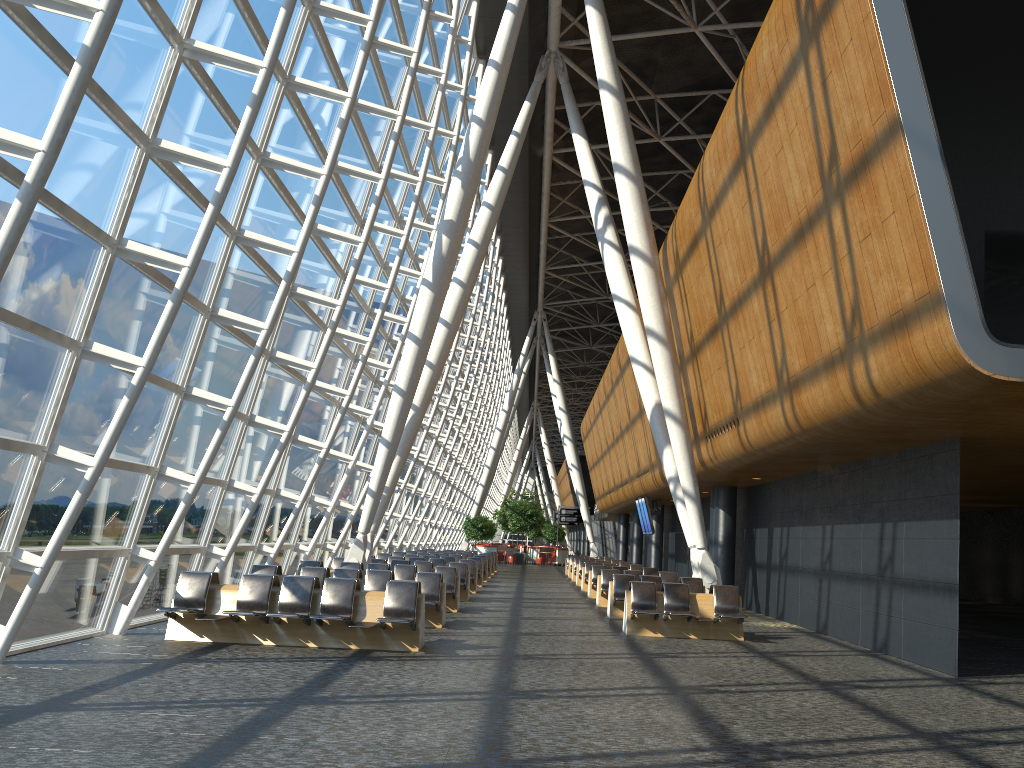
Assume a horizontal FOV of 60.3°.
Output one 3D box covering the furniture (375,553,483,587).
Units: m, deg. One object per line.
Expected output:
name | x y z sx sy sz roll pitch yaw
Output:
furniture | -2.499 5.594 26.552 3.250 0.861 1.679 2 -9 1

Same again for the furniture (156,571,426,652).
furniture | -2.787 2.966 11.588 3.250 0.861 1.679 2 -9 1

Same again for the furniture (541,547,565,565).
furniture | 2.347 10.731 55.129 0.893 0.998 2.846 6 -10 -31

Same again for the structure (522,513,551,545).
structure | 1.787 11.168 64.818 2.278 3.447 2.241 1 -6 14

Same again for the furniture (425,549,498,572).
furniture | -2.268 7.696 38.523 3.250 0.861 1.679 2 -9 1

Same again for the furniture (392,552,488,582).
furniture | -2.441 6.119 29.545 3.250 0.861 1.679 2 -9 1

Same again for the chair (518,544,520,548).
chair | 0.375 13.277 70.205 0.662 1.002 0.627 4 -6 -14

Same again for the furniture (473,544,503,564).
furniture | -1.494 9.946 51.623 0.893 0.998 2.846 6 -10 -31

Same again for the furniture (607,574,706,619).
furniture | 2.899 4.287 17.683 1.896 0.861 1.679 2 -9 1

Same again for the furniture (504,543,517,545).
furniture | -1.049 18.799 101.738 3.250 0.861 1.679 2 -9 1

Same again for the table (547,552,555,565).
table | 2.132 10.369 52.370 0.798 0.743 0.808 0 -7 18

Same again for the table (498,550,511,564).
table | -0.441 9.895 50.321 0.802 0.743 0.804 6 -8 -27

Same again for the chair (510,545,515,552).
chair | -0.224 11.268 58.865 0.661 1.002 0.628 0 -6 26

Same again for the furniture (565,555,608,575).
furniture | 3.303 7.966 38.632 1.896 0.861 1.679 2 -9 1

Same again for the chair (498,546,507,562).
chair | -0.698 10.173 52.722 0.622 1.002 0.667 0 -6 26

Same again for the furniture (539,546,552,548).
furniture | 2.491 12.044 62.606 0.893 0.998 2.846 6 -10 -31

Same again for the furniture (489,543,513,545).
furniture | -0.731 13.314 70.699 0.891 0.999 2.851 -4 -11 43

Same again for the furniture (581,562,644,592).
furniture | 3.072 5.864 26.661 1.896 0.861 1.679 2 -9 1

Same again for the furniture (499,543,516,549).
furniture | -1.222 17.222 92.760 3.250 0.861 1.679 2 -9 1

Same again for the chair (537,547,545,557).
chair | 1.668 10.320 52.953 0.627 1.002 0.662 8 -8 -43

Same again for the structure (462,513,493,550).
structure | -2.000 8.778 50.116 1.744 2.756 1.786 7 -7 -41

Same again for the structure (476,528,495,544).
structure | -2.028 10.584 60.557 1.768 2.789 1.810 7 -7 -41

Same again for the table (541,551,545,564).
table | 1.757 10.771 54.763 0.798 0.743 0.808 0 -7 18

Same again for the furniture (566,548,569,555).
furniture | 4.060 14.864 77.906 1.896 0.861 1.679 2 -9 1

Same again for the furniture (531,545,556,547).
furniture | 2.227 12.680 66.311 0.891 0.999 2.851 -4 -11 43

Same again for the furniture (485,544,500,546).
furniture | -1.349 11.259 59.100 0.893 0.998 2.846 6 -10 -31

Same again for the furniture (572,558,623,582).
furniture | 3.187 6.915 32.647 1.896 0.861 1.679 2 -9 1

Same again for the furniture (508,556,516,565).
furniture | 0.016 10.022 50.094 0.444 0.456 0.446 -4 -9 44

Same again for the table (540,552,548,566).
table | 1.977 10.096 50.847 0.798 0.743 0.808 0 -7 18

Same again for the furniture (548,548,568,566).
furniture | 2.804 10.242 52.212 0.888 0.998 2.863 1 -9 14

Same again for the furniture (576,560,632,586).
furniture | 3.130 6.389 29.654 1.896 0.861 1.679 2 -9 1

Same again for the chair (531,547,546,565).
chair | 1.595 10.123 51.844 0.665 1.002 0.624 8 -8 -43

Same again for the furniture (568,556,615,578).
furniture | 3.245 7.440 35.639 1.896 0.861 1.679 2 -9 1

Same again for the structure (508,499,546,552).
structure | 0.973 11.396 69.382 3.092 4.495 5.806 0 -8 24

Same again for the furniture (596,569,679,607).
furniture | 2.957 4.812 20.676 1.896 0.861 1.679 2 -9 1

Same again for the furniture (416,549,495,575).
furniture | -2.326 7.171 35.530 3.250 0.861 1.679 2 -9 1

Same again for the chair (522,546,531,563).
chair | 1.080 10.692 55.235 0.661 1.002 0.628 -2 -7 36

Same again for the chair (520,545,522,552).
chair | 0.995 12.674 66.597 0.662 1.002 0.627 4 -6 -14

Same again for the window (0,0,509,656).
window | -2.002 8.091 78.619 3.719 13.898 168.160 2 -10 2

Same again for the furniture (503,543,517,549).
furniture | -1.107 18.273 98.746 3.250 0.861 1.679 2 -9 1

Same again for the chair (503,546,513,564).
chair | -0.368 9.955 51.388 0.661 1.002 0.628 0 -6 26

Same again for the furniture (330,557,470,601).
furniture | -2.614 4.543 20.567 3.250 0.861 1.679 2 -9 1

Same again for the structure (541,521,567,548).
structure | 2.886 10.942 61.242 1.744 2.756 1.786 7 -7 -41

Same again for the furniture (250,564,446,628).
furniture | -2.730 3.491 14.581 3.250 0.861 1.679 2 -9 1

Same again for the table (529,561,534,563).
table | 1.144 10.989 56.168 0.800 0.743 0.806 4 -7 -12

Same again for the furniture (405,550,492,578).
furniture | -2.383 6.645 32.537 3.250 0.861 1.679 2 -9 1

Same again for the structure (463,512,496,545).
structure | -2.030 9.189 53.021 1.925 2.944 1.876 5 -6 -24

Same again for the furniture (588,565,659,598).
furniture | 3.014 5.338 23.668 1.896 0.861 1.679 2 -9 1

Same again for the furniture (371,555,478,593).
furniture | -2.556 5.068 23.559 3.250 0.861 1.679 2 -9 1

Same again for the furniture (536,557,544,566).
furniture | 1.596 10.162 50.491 0.442 0.456 0.448 1 -7 14

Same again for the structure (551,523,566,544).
structure | 3.413 12.671 71.622 1.895 2.970 1.941 7 -7 -41

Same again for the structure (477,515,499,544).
structure | -1.859 9.994 57.244 1.794 2.827 1.838 7 -7 -41

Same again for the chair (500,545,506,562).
chair | -0.747 10.511 54.664 0.665 1.002 0.624 8 -8 -43

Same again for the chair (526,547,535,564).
chair | 1.337 10.503 54.085 0.623 1.002 0.666 -1 -7 36

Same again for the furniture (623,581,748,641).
furniture | 2.841 3.761 14.690 1.896 0.861 1.679 2 -9 1

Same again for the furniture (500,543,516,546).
furniture | -1.165 17.747 95.753 3.250 0.861 1.679 2 -9 1

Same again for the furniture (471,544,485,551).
furniture | -1.951 10.435 54.541 0.888 0.998 2.863 1 -9 14

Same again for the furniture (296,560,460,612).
furniture | -2.672 4.017 17.574 3.250 0.861 1.679 2 -9 1

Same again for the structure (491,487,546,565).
structure | 0.232 8.582 53.469 3.094 4.494 5.863 3 -8 -6
